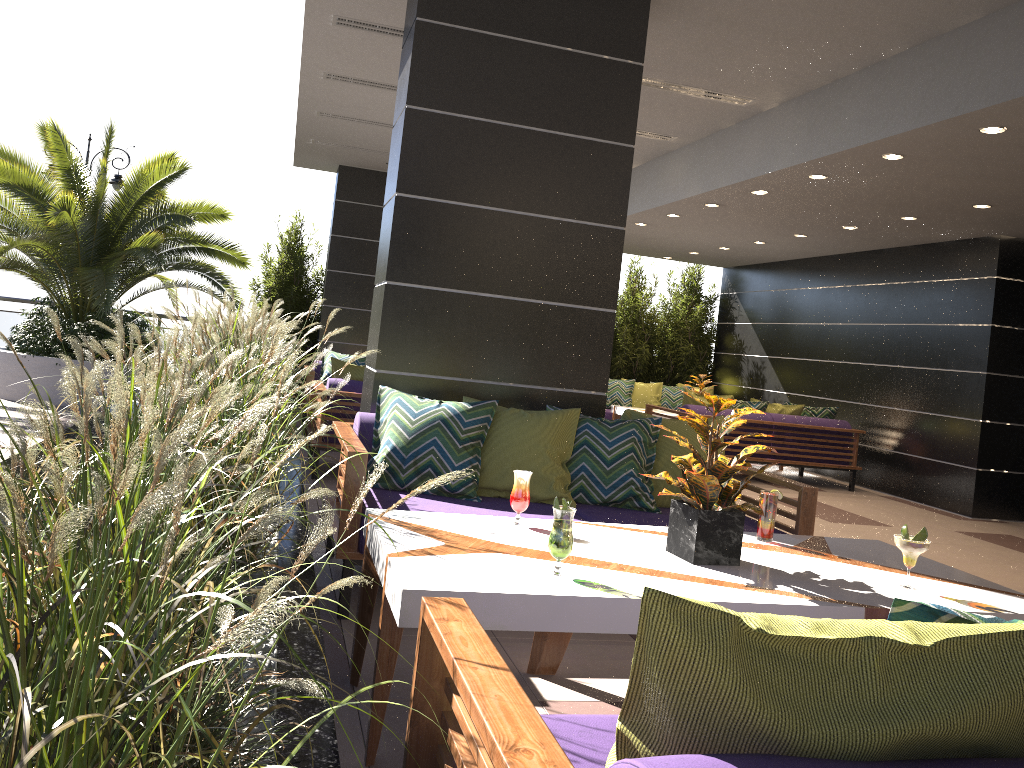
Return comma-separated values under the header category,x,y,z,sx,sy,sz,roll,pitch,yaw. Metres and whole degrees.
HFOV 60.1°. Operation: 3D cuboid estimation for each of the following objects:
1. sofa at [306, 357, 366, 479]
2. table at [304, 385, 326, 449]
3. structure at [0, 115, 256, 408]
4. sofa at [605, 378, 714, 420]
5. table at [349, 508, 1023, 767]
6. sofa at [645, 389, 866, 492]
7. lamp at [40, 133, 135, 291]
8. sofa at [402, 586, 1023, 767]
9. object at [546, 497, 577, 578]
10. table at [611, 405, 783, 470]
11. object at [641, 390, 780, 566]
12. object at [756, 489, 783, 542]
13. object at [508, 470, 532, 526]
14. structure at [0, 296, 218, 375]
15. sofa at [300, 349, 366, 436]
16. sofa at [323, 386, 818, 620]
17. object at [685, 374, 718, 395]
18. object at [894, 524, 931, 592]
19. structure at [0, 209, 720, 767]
category,x,y,z,sx,sy,sz,roll,pitch,yaw
sofa,-0.596,0.321,7.396,2.122,0.920,1.121,6,1,-15
table,-0.952,0.410,8.657,2.033,0.554,0.943,6,2,-15
structure,-4.882,-1.479,10.217,3.762,3.306,3.790,7,1,28
sofa,2.015,0.404,12.373,2.122,0.920,1.121,6,1,-15
table,0.569,0.831,2.813,2.033,0.554,0.943,6,2,-15
sofa,2.661,0.583,9.888,2.122,0.920,1.121,6,1,-15
lamp,-5.755,-1.656,11.660,1.120,3.331,0.264,7,-1,-15
sofa,0.961,0.751,1.413,2.122,0.920,1.121,6,1,-15
object,0.135,0.414,2.414,0.068,0.211,0.069,7,-1,-32
table,2.339,0.678,11.109,2.033,0.554,0.943,6,2,-15
object,0.632,0.295,2.814,0.430,0.527,0.425,6,0,-3
object,0.941,0.481,3.235,0.084,0.190,0.066,6,-1,10
object,0.028,0.391,3.033,0.068,0.181,0.069,7,-1,-32
structure,-7.886,-0.359,2.322,12.894,1.059,17.533,6,2,-15
sofa,-1.243,0.142,9.881,2.122,0.920,1.121,6,1,-15
sofa,0.218,0.546,4.266,2.122,0.920,1.121,6,1,-15
object,2.356,0.137,11.098,0.430,0.527,0.424,6,0,2
object,1.226,0.531,2.725,0.106,0.197,0.105,6,0,13
structure,2.684,-0.194,2.050,7.803,3.124,24.770,6,2,-15
